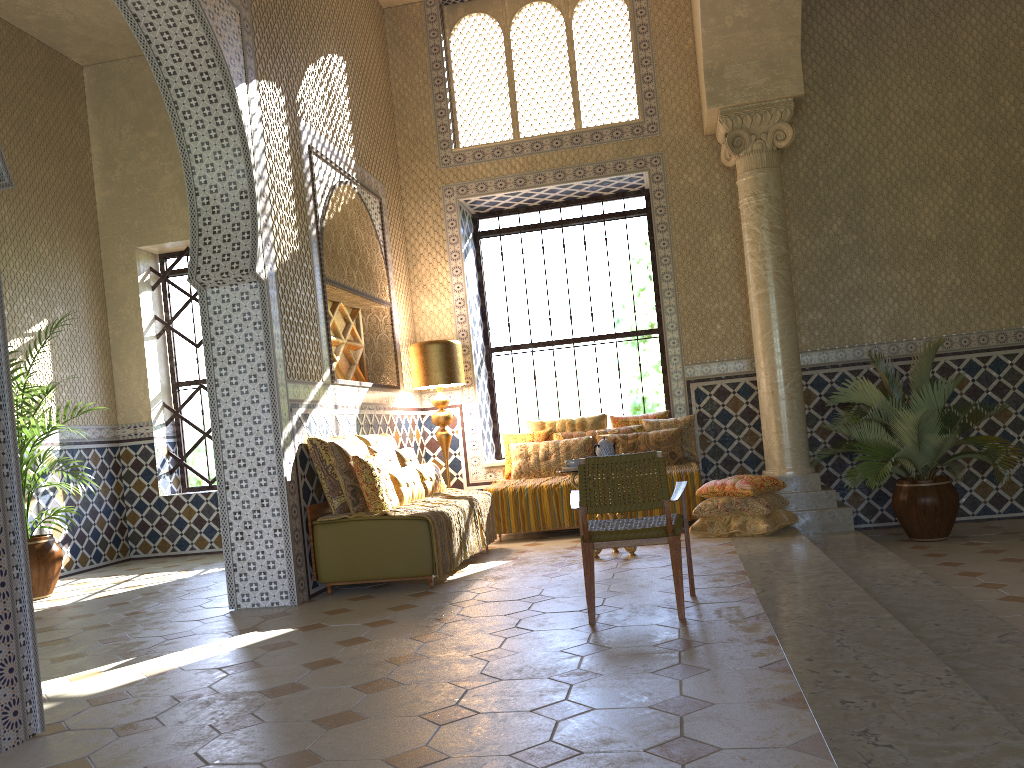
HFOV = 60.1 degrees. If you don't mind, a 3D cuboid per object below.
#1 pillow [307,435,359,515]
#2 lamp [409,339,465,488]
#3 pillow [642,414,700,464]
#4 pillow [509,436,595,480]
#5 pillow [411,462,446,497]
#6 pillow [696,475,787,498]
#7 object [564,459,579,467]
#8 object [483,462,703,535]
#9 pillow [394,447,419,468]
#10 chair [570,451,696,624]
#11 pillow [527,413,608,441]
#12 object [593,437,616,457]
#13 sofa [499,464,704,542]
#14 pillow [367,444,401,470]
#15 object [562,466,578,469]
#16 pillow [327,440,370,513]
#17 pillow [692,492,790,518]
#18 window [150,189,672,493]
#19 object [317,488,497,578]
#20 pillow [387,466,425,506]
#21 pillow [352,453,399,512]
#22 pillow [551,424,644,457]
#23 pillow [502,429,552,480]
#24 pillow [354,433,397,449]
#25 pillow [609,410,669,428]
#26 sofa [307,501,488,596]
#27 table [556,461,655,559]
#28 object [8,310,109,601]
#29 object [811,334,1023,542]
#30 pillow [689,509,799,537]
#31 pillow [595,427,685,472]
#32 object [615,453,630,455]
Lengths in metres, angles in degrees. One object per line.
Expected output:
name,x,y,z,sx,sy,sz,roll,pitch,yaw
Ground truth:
pillow,-1.776,0.958,9.513,0.423,0.832,1.193,-6,-2,10
lamp,-0.948,0.816,12.465,0.735,2.813,0.738,-6,0,-21
pillow,2.194,0.798,12.261,0.741,0.693,0.340,-6,-1,11
pillow,0.548,1.050,12.324,1.192,0.546,0.329,-6,-1,10
pillow,-1.031,1.189,10.772,0.271,0.450,0.983,-6,-3,10
pillow,2.725,1.241,10.542,0.806,0.310,0.746,-8,-4,44
object,0.669,0.879,9.713,0.183,0.100,0.183,-5,-2,-9
object,1.121,1.547,12.137,2.888,0.718,1.314,-6,-3,11
pillow,-1.256,1.083,10.764,0.313,0.637,0.681,-6,-2,11
chair,0.905,1.124,6.808,0.951,1.209,0.906,-6,-1,10
pillow,0.810,0.884,12.738,1.193,0.832,0.422,-6,-1,10
object,1.018,0.735,9.687,0.273,0.323,0.199,-6,-1,0
sofa,1.172,1.554,12.191,2.852,0.937,1.274,-6,-2,10
pillow,-1.403,1.024,9.974,0.341,0.693,0.741,-6,-2,11
object,0.673,0.917,9.714,0.255,0.032,0.256,-5,-3,-11
pillow,-1.615,0.970,9.257,0.384,0.780,0.834,-6,-2,11
pillow,2.731,1.451,10.554,0.934,0.347,0.879,-7,-3,31
window,-1.880,-0.579,14.081,8.488,3.990,0.574,-6,0,7
object,-1.055,1.642,10.009,1.315,0.717,2.887,-6,-3,10
pillow,-1.200,1.154,9.851,0.271,0.450,0.983,-6,-3,10
pillow,-1.376,1.031,9.068,0.345,0.651,0.685,-6,-2,10
pillow,1.216,0.934,12.421,1.342,0.615,0.370,-6,-1,10
pillow,0.229,1.011,12.624,0.741,0.693,0.340,-6,-1,11
pillow,-1.560,1.002,10.690,0.423,0.832,1.193,-6,-2,10
pillow,1.837,0.805,12.607,0.856,0.800,0.393,-6,-1,11
sofa,-1.112,1.657,10.032,1.274,0.937,2.851,-6,-3,10
table,1.071,1.381,9.648,1.104,0.980,1.098,-7,-2,40
object,-6.030,0.845,10.572,2.259,3.552,2.752,-6,-1,14
object,5.109,0.665,10.862,2.641,2.501,2.167,-6,-1,-3
pillow,2.771,1.650,10.559,0.994,0.368,1.041,-8,-3,35
pillow,1.748,0.919,12.102,1.192,0.546,0.329,-6,-1,10
object,1.240,0.837,9.966,0.183,0.100,0.183,-6,-2,-1
